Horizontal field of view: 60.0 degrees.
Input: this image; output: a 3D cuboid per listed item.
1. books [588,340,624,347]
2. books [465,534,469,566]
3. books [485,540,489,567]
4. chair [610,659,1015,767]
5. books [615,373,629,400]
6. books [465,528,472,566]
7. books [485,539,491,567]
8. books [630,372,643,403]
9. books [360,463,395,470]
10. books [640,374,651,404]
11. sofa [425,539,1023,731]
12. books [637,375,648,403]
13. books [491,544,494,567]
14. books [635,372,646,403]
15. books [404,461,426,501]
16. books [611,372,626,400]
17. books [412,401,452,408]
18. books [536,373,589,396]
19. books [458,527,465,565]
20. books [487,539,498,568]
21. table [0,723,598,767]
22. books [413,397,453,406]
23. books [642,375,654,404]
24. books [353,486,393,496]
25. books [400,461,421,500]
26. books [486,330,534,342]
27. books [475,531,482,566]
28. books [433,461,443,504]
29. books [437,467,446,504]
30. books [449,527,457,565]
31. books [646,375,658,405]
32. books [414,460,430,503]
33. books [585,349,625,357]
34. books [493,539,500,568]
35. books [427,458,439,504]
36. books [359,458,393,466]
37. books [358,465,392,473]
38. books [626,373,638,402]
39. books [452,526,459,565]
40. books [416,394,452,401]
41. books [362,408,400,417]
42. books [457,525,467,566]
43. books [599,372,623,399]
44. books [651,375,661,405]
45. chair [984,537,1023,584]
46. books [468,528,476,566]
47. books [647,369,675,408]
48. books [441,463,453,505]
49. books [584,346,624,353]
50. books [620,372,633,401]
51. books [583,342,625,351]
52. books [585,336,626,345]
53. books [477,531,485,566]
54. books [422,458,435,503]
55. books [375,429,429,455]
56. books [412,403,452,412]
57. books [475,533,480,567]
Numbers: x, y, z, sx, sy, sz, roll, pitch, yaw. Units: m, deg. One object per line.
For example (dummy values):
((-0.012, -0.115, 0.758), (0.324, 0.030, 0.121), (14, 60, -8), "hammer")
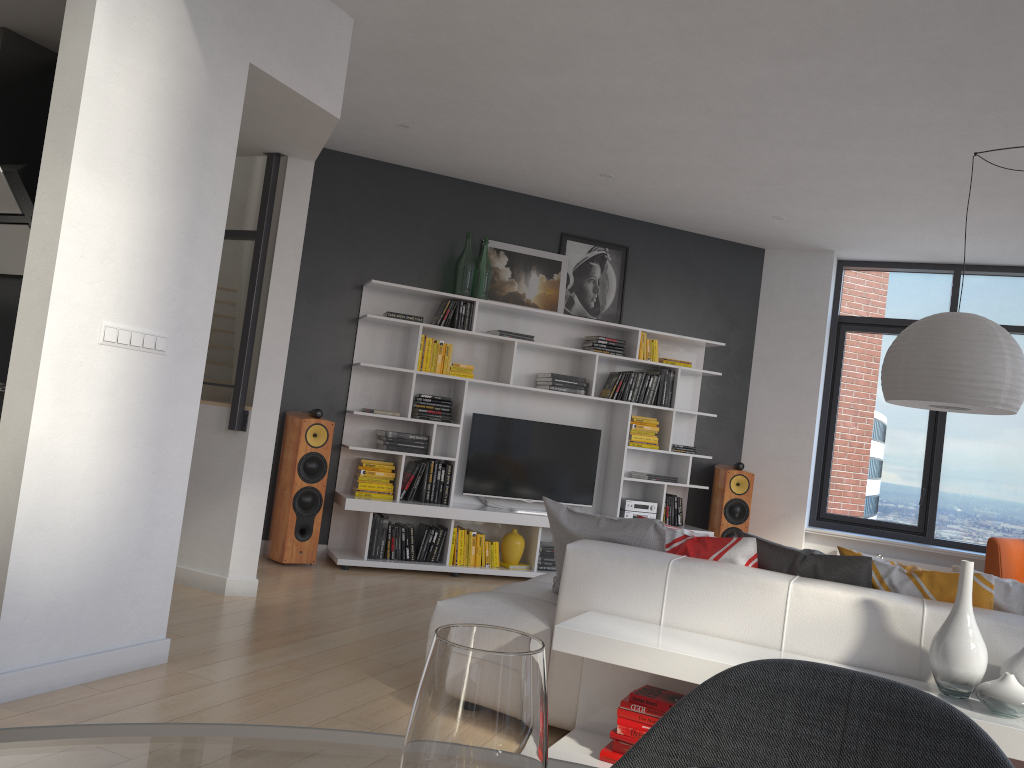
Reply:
((0.756, -0.324, 7.167), (0.246, 0.026, 0.180), (8, -3, -18), "books")
((-0.359, 1.224, 6.602), (0.042, 0.230, 0.156), (8, -3, -22), "books")
((-0.208, 1.266, 6.660), (0.056, 0.188, 0.138), (8, -3, -20), "books")
((0.183, 0.732, 0.720), (0.655, 0.891, 0.619), (6, -3, 31), "chair")
((0.861, 0.022, 7.180), (0.081, 0.233, 0.169), (8, -3, -21), "books")
((-0.339, 1.214, 6.614), (0.041, 0.252, 0.180), (8, -3, -20), "books")
((-0.186, 1.269, 6.660), (0.046, 0.187, 0.134), (8, -3, -21), "books")
((0.971, 0.031, 7.234), (0.084, 0.249, 0.191), (8, -3, -20), "books")
((-0.991, 0.601, 6.529), (0.234, 0.024, 0.171), (8, -3, -16), "books")
((1.044, 0.039, 7.261), (0.075, 0.254, 0.192), (8, -3, -21), "books")
((1.740, 1.182, 3.966), (3.424, 0.732, 2.614), (6, -3, 24), "sofa")
((1.032, 0.043, 7.228), (0.069, 0.242, 0.172), (8, -3, -20), "books")
((-0.165, 1.281, 6.655), (0.049, 0.169, 0.113), (8, -3, -22), "books")
((1.003, 0.031, 7.247), (0.066, 0.260, 0.197), (8, -3, -20), "books")
((-0.734, 0.720, 6.597), (0.100, 0.289, 0.210), (8, -3, -21), "books")
((0.827, 0.019, 7.182), (0.096, 0.234, 0.187), (8, -3, -20), "books")
((-0.603, 0.155, 6.652), (0.264, 0.020, 0.189), (8, -3, -17), "books")
((0.397, 0.004, 7.050), (0.343, 0.137, 0.277), (9, -3, -25), "books")
((-0.409, 1.202, 6.603), (0.066, 0.258, 0.198), (8, -3, -20), "books")
((-0.145, 1.272, 6.678), (0.067, 0.193, 0.148), (8, -3, -20), "books")
((-0.128, 0.720, 0.181), (1.499, 0.764, 1.499), (7, -3, 14), "table")
((-0.602, 0.130, 6.673), (0.284, 0.030, 0.214), (8, -3, -12), "books")
((1.073, 0.048, 7.257), (0.071, 0.243, 0.179), (8, -3, -21), "books")
((-1.023, 0.782, 6.502), (0.269, 0.025, 0.213), (8, -3, -17), "books")
((-0.788, 0.716, 6.596), (0.142, 0.284, 0.232), (8, -3, -21), "books")
((-0.017, -0.367, 6.874), (0.310, 0.047, 0.250), (9, -3, -25), "books")
((-0.269, 1.233, 6.651), (0.043, 0.235, 0.171), (8, -3, -22), "books")
((-0.588, 0.730, 6.663), (0.034, 0.315, 0.239), (8, -3, -20), "books")
((-0.557, 0.754, 6.668), (0.028, 0.272, 0.200), (8, -3, -20), "books")
((-0.468, 1.185, 6.553), (0.029, 0.270, 0.204), (8, -3, -20), "books")
((1.104, 0.050, 7.281), (0.084, 0.249, 0.191), (8, -3, -20), "books")
((-0.673, 0.726, 6.622), (0.028, 0.301, 0.213), (8, -3, -20), "books")
((0.740, -0.246, 7.164), (0.284, 0.030, 0.214), (8, -3, -17), "books")
((-0.126, 1.275, 6.695), (0.046, 0.193, 0.149), (8, -3, -20), "books")
((-0.615, 0.720, 6.653), (0.026, 0.326, 0.237), (8, -3, -20), "books")
((-1.006, 0.576, 6.549), (0.234, 0.024, 0.171), (8, -3, -16), "books")
((-1.003, 0.624, 6.528), (0.238, 0.023, 0.167), (8, -3, -5), "books")
((0.937, 0.030, 7.216), (0.068, 0.243, 0.179), (8, -3, -22), "books")
((-0.439, 1.191, 6.585), (0.048, 0.271, 0.213), (8, -3, -20), "books")
((-0.588, 0.102, 6.650), (0.246, 0.026, 0.180), (8, -3, -13), "books")
((-0.959, 0.209, 6.506), (0.209, 0.030, 0.266), (9, -3, -27), "books")
((-0.380, 1.203, 6.613), (0.038, 0.267, 0.202), (8, -3, -20), "books")
((0.798, 0.013, 7.166), (0.104, 0.234, 0.182), (8, -3, -20), "books")
((1.136, 0.050, 7.294), (0.066, 0.260, 0.197), (8, -3, -20), "books")
((3.880, 1.499, 6.095), (0.843, 0.858, 0.896), (9, -4, -33), "chair")
((-0.319, 1.218, 6.633), (0.055, 0.252, 0.185), (8, -3, -22), "books")
((1.219, 0.038, 7.356), (0.128, 0.321, 0.259), (8, -3, -20), "books")
((-0.519, 0.749, 6.684), (0.051, 0.297, 0.230), (8, -3, -20), "books")
((0.740, -0.271, 7.168), (0.264, 0.020, 0.189), (8, -3, -22), "books")
((0.898, 0.024, 7.180), (0.069, 0.242, 0.172), (8, -3, -20), "books")
((0.740, -0.296, 7.190), (0.284, 0.030, 0.214), (8, -3, -17), "books")
((0.752, -0.350, 7.178), (0.266, 0.030, 0.209), (9, -3, -27), "books")
((-0.243, 1.238, 6.671), (0.056, 0.235, 0.172), (8, -3, -21), "books")
((-0.645, 0.722, 6.638), (0.034, 0.314, 0.237), (8, -3, -20), "books")
((-0.820, 0.431, 6.592), (0.343, 0.137, 0.277), (8, -3, -20), "books")
((-0.604, 0.180, 6.648), (0.284, 0.030, 0.214), (8, -3, -12), "books")
((-0.284, 1.228, 6.625), (0.043, 0.240, 0.169), (8, -3, -22), "books")
